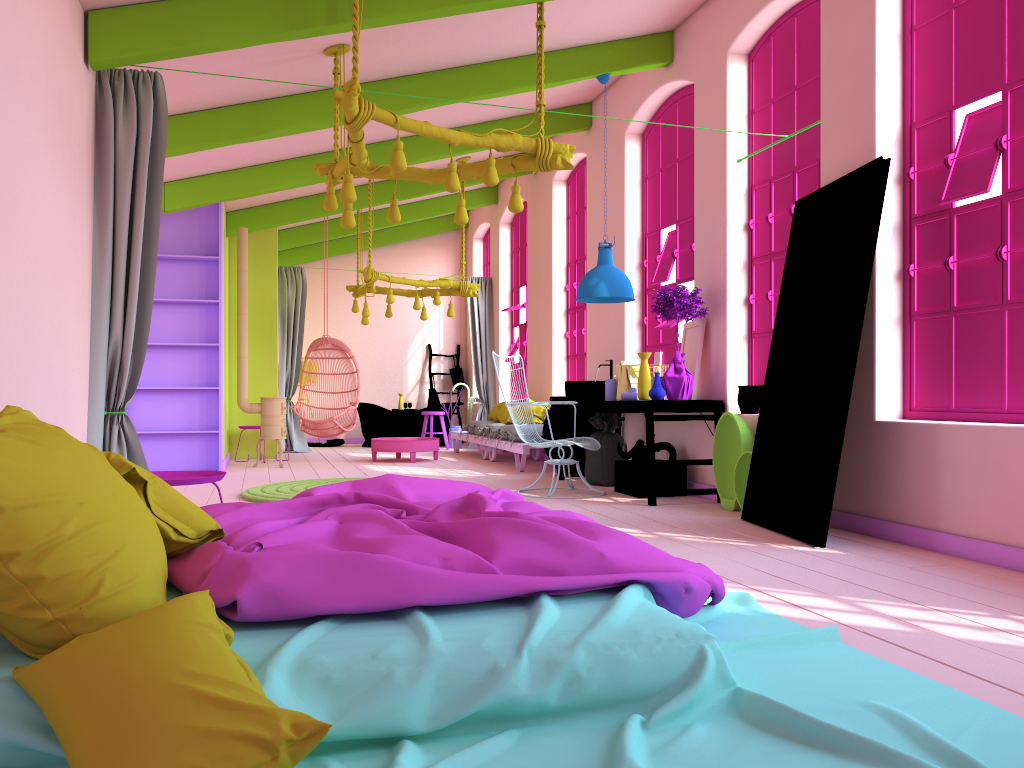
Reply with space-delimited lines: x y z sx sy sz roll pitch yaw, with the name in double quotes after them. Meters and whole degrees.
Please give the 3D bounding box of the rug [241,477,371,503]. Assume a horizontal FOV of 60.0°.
-1.358 0.928 7.706 1.889 0.050 1.889 0 -1 -28 "rug"

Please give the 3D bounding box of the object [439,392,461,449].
-0.939 0.530 14.117 0.451 0.987 0.277 0 0 28 "object"

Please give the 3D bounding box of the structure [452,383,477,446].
-0.763 0.511 14.941 0.451 1.061 0.254 0 0 28 "structure"

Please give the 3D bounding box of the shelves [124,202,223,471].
-4.059 -0.567 9.463 1.841 3.104 0.384 0 0 -16 "shelves"

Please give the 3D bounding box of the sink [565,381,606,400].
0.737 0.060 8.540 0.340 0.194 0.609 0 -1 -16 "sink"

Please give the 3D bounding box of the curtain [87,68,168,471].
-2.217 -0.475 5.040 0.518 2.785 0.525 0 0 -35 "curtain"

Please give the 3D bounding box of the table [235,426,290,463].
-3.195 0.762 11.350 0.596 0.458 0.596 0 0 22 "table"

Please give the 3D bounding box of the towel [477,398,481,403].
-0.435 0.267 14.886 0.247 0.102 0.262 0 -1 -25 "towel"

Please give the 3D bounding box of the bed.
-0.318 0.648 3.267 2.802 0.514 3.576 0 -1 -16 "bed"

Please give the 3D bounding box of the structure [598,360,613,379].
0.909 -0.038 8.616 0.166 0.397 0.087 0 0 -6 "structure"

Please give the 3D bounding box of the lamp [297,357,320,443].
-3.503 0.282 14.833 0.491 1.466 0.476 0 0 14 "lamp"

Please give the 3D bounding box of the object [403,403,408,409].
-1.739 0.388 14.480 0.069 0.170 0.069 0 0 4 "object"

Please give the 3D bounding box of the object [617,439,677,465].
1.181 0.720 7.808 0.300 0.448 0.672 0 0 -40 "object"

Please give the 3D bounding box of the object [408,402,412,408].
-1.688 0.390 14.664 0.069 0.170 0.069 0 0 4 "object"

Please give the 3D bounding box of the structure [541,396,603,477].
0.667 0.550 9.415 0.718 0.845 0.718 0 0 42 "structure"

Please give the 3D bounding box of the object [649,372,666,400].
1.147 0.017 7.008 0.132 0.219 0.132 0 0 1 "object"

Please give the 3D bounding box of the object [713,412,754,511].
1.702 0.573 6.614 0.218 0.733 0.451 0 0 -16 "object"

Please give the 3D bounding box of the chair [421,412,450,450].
-1.230 0.726 13.678 0.446 0.593 0.473 0 0 43 "chair"

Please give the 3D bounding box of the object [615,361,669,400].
1.159 -0.029 7.960 0.444 0.369 0.633 0 -1 -16 "object"

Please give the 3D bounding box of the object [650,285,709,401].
1.346 -0.340 7.214 0.502 0.950 0.441 0 0 34 "object"

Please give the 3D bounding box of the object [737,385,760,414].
1.845 0.123 6.895 0.182 0.222 0.182 0 0 -38 "object"

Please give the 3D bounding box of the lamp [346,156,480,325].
-1.511 -1.875 11.425 1.610 2.264 1.775 0 0 -34 "lamp"

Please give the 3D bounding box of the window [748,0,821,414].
2.072 -1.280 6.523 0.072 3.047 1.275 0 0 -16 "window"

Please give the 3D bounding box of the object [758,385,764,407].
1.927 0.120 6.609 0.182 0.222 0.182 0 0 -33 "object"

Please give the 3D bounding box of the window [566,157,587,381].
0.872 -1.232 10.735 0.072 3.047 1.275 0 0 -16 "window"

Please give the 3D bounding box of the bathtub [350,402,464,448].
-1.730 0.662 14.686 1.889 0.740 0.826 0 0 -16 "bathtub"

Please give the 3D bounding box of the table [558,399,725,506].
1.079 0.543 7.963 0.655 0.821 2.193 0 -1 -16 "table"

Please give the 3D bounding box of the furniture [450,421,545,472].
-0.060 0.742 11.578 0.907 0.507 3.776 0 -1 -16 "furniture"

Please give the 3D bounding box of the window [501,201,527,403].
0.201 -1.195 13.095 0.551 3.009 1.514 0 0 -16 "window"

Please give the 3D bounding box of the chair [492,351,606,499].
0.352 0.336 7.718 0.925 1.238 1.078 0 0 19 "chair"

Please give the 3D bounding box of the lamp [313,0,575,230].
-0.706 -2.136 5.891 1.610 2.264 1.775 0 0 -34 "lamp"

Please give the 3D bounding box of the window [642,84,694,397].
1.551 -1.251 8.370 0.492 3.003 1.497 0 0 -16 "window"

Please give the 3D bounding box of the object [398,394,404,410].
-1.829 0.317 14.626 0.097 0.321 0.097 0 0 -5 "object"

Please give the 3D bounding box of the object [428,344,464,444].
-1.169 0.171 15.607 0.603 1.764 0.410 0 0 -16 "object"

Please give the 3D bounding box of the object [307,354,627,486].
-1.212 0.210 11.733 2.827 1.580 7.865 0 -1 -15 "object"

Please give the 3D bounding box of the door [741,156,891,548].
1.855 -0.173 5.547 0.450 2.211 1.153 0 0 -6 "door"

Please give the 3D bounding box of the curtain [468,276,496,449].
-0.448 -0.327 13.955 0.518 2.785 0.525 0 0 3 "curtain"

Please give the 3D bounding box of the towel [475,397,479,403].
-0.508 0.270 15.144 0.262 0.102 0.247 0 -1 -15 "towel"

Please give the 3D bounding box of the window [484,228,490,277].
-0.323 -1.183 14.931 0.072 3.047 1.275 0 0 -16 "window"

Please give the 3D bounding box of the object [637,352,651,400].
1.074 -0.062 7.193 0.116 0.383 0.116 0 0 -42 "object"

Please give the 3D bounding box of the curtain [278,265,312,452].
-3.277 -0.392 13.158 0.518 2.785 0.525 0 0 -35 "curtain"

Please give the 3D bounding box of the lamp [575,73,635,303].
0.826 -1.741 7.859 0.529 2.002 0.529 0 0 16 "lamp"

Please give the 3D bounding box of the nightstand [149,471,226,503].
-1.750 0.682 4.464 0.596 0.458 0.596 0 0 22 "nightstand"

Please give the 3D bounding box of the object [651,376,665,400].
1.201 0.036 7.302 0.109 0.197 0.109 0 0 21 "object"

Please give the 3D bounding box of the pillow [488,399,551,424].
0.079 0.379 11.703 0.578 0.399 1.997 0 -1 -16 "pillow"

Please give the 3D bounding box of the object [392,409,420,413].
-1.761 0.451 14.677 0.360 0.068 1.323 0 -1 -16 "object"

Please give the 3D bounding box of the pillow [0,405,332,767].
-1.295 0.478 2.722 0.848 0.822 2.617 0 -1 -26 "pillow"

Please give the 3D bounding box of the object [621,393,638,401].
1.010 0.113 7.640 0.137 0.076 0.076 0 0 4 "object"

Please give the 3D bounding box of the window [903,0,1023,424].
2.607 -1.292 4.692 0.214 3.009 1.514 0 0 -16 "window"

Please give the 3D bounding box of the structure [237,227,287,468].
-2.942 -0.422 10.550 0.577 2.814 0.403 0 0 1 "structure"

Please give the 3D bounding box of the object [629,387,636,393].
1.051 0.089 7.721 0.065 0.118 0.065 0 0 33 "object"

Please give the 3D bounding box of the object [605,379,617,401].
0.904 0.055 8.072 0.109 0.197 0.109 0 0 -24 "object"

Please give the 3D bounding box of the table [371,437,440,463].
-1.382 0.852 11.500 0.885 0.285 0.885 0 -1 10 "table"

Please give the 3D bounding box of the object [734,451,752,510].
1.721 0.703 6.279 0.137 0.462 0.284 0 0 -31 "object"

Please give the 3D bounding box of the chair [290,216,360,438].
-2.432 -0.859 11.567 0.860 3.129 0.806 0 0 4 "chair"

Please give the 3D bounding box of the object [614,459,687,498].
1.189 0.811 7.660 0.446 0.277 0.521 0 -1 -16 "object"
